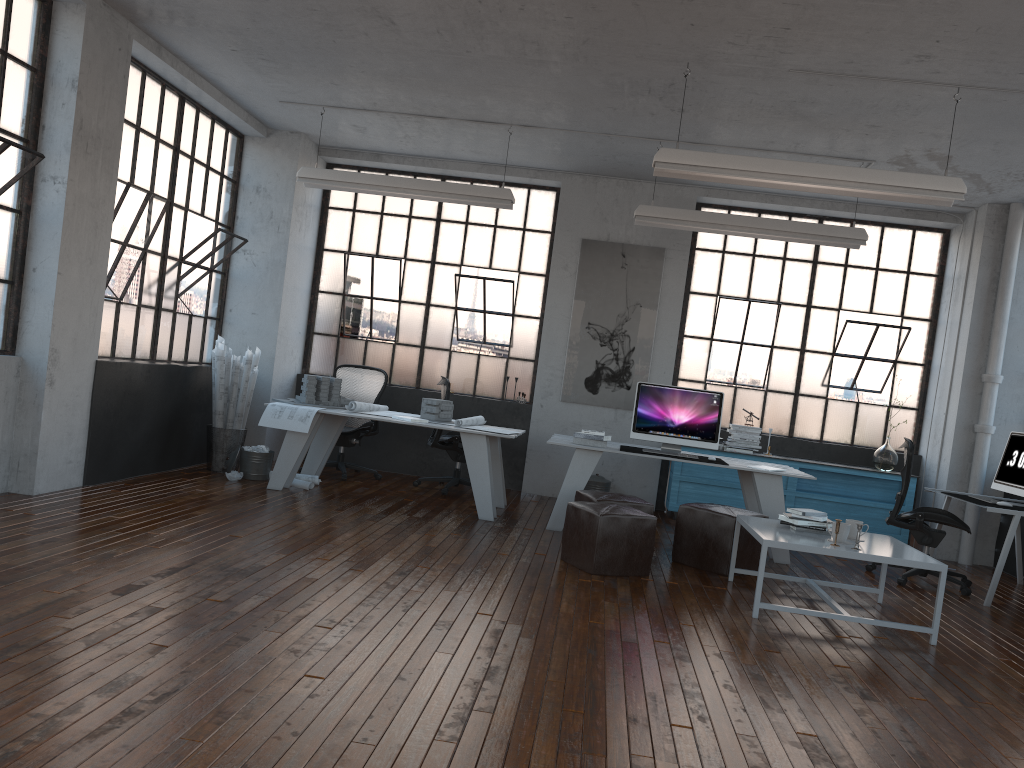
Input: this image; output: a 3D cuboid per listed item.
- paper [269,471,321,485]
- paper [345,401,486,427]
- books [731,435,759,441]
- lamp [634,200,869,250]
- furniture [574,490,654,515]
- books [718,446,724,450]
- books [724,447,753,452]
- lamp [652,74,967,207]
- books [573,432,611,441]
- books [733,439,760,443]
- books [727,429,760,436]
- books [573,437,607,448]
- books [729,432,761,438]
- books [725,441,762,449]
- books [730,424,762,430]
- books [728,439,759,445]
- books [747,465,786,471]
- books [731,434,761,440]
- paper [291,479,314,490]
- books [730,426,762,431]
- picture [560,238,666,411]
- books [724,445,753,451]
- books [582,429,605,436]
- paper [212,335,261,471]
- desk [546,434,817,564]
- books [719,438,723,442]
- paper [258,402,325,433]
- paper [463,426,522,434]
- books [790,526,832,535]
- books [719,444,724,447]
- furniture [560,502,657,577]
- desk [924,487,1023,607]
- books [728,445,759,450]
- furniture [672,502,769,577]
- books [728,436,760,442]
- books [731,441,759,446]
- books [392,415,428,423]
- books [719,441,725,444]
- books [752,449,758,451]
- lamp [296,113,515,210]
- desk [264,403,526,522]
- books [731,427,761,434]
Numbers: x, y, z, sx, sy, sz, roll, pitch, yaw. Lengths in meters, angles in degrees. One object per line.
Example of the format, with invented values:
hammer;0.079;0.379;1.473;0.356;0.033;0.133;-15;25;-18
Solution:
paper;-1.900;0.828;7.754;0.467;0.094;0.113;7;1;-9
paper;-0.811;0.260;7.771;1.074;0.106;0.975;7;1;6
books;2.309;0.536;8.787;0.254;0.012;0.161;7;1;6
lamp;1.947;-1.325;7.279;1.876;0.205;0.202;7;1;6
furniture;0.712;1.011;6.403;0.480;0.440;0.479;7;1;-16
books;1.921;0.603;8.613;0.258;0.032;0.191;7;1;8
books;2.187;0.633;8.584;0.248;0.014;0.187;7;1;4
lamp;1.847;-1.528;5.485;1.876;0.629;0.202;7;2;6
books;0.649;0.423;7.138;0.257;0.044;0.193;8;1;26
books;2.316;0.561;8.784;0.256;0.013;0.161;7;1;6
books;2.293;0.479;8.809;0.295;0.028;0.180;7;1;6
books;0.632;0.468;7.164;0.271;0.050;0.200;7;1;6
books;2.313;0.504;8.808;0.288;0.016;0.182;7;1;6
books;2.293;0.605;8.797;0.330;0.025;0.176;7;1;6
books;2.310;0.423;8.778;0.288;0.016;0.182;7;1;6
books;2.294;0.573;8.811;0.288;0.016;0.182;7;1;6
books;1.996;0.661;6.952;0.244;0.019;0.205;7;1;-44
books;2.319;0.522;8.794;0.263;0.017;0.167;7;1;6
paper;-1.829;0.848;7.557;0.340;0.069;0.083;8;1;31
books;2.315;0.440;8.789;0.288;0.016;0.182;7;1;6
picture;1.012;-0.591;8.897;0.853;1.652;0.025;7;2;6
books;2.192;0.620;8.590;0.251;0.012;0.202;7;1;7
books;0.656;0.392;7.152;0.185;0.030;0.153;7;1;6
paper;-2.510;0.170;7.917;0.412;1.199;0.440;7;2;-16
desk;1.304;0.928;7.385;2.076;0.705;1.075;7;1;6
books;1.922;0.527;8.610;0.239;0.028;0.190;7;1;8
paper;-1.781;0.269;7.191;0.439;0.183;0.434;7;1;5
paper;-0.163;0.379;7.338;0.428;0.001;0.485;7;1;16
books;1.862;0.905;5.528;0.218;0.028;0.171;7;1;6
books;1.916;0.575;8.607;0.242;0.023;0.191;7;1;4
furniture;0.627;1.010;5.795;0.471;0.431;0.470;7;1;-26
desk;3.777;1.257;6.729;0.933;0.689;1.226;7;1;6
books;2.286;0.624;8.788;0.285;0.012;0.159;7;1;6
furniture;1.485;1.101;6.328;0.502;0.461;0.504;9;2;44
books;2.297;0.547;8.794;0.285;0.012;0.159;7;1;6
books;2.307;0.589;8.795;0.254;0.013;0.161;7;1;6
books;-0.840;0.291;7.333;0.235;0.024;0.200;8;1;42
books;1.928;0.553;8.613;0.258;0.023;0.211;7;1;6
books;2.300;0.639;8.791;0.254;0.012;0.161;7;1;6
lamp;-0.876;-1.916;7.551;1.876;0.629;0.202;7;2;6
desk;-0.985;0.629;7.610;2.055;0.698;1.064;7;1;6
books;2.315;0.459;8.790;0.273;0.021;0.174;7;1;6
